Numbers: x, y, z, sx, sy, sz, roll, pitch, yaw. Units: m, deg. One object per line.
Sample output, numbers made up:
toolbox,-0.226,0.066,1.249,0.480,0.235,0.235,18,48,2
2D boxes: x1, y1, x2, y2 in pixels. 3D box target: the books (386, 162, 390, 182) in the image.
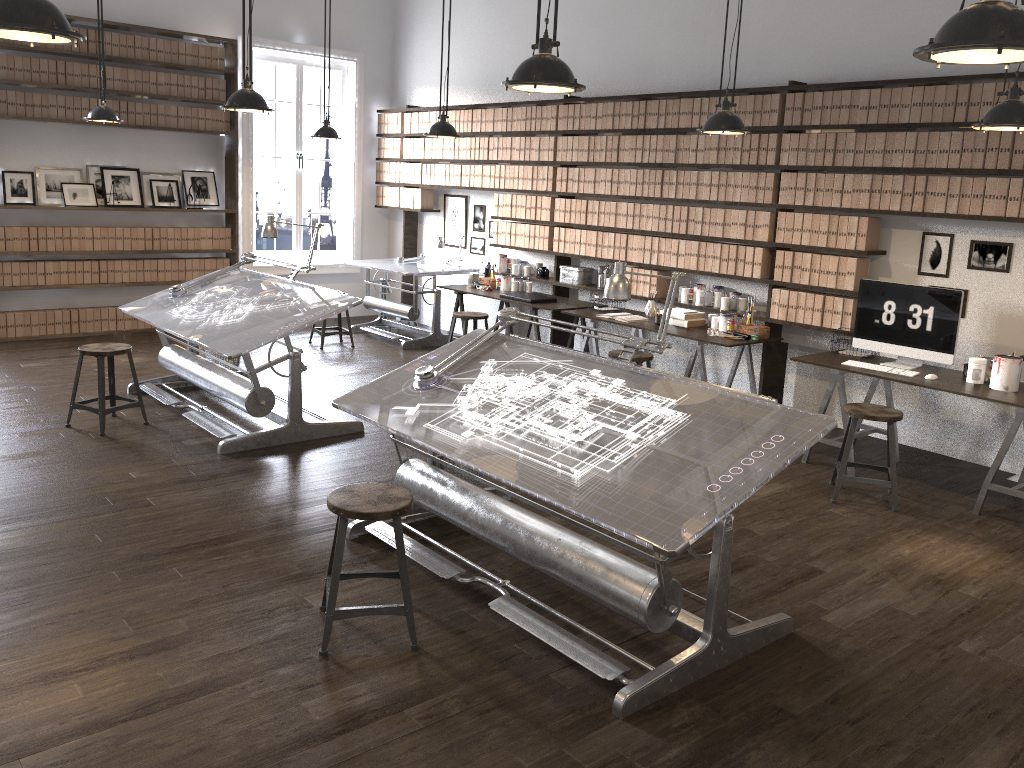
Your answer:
books,-1.378,-2.459,10.301,0.175,0.223,0.067,-7,14,-40

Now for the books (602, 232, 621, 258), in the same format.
books,0.875,-1.212,7.736,0.175,0.223,0.067,-7,14,-40

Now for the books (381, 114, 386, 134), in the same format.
books,-1.435,-3.021,10.301,0.175,0.223,0.067,-7,14,-40

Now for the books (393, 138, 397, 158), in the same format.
books,-1.266,-2.696,10.145,0.175,0.223,0.067,-7,14,-40

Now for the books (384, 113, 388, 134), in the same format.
books,-1.386,-3.007,10.249,0.175,0.223,0.067,-7,14,-40

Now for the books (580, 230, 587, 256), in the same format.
books,0.701,-1.265,7.935,0.175,0.223,0.067,-7,14,-40

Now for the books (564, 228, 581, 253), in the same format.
books,0.568,-1.308,8.097,0.175,0.223,0.067,-7,14,-40

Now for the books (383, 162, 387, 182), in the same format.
books,-1.420,-2.474,10.357,0.175,0.223,0.067,-6,14,-40

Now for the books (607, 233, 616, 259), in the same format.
books,0.918,-1.197,7.680,0.175,0.223,0.067,-6,14,-40

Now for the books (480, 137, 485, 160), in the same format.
books,-0.236,-2.368,8.943,0.175,0.223,0.067,-6,14,-40

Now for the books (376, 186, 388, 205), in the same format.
books,-1.518,-2.230,10.505,0.175,0.223,0.067,-6,14,-40

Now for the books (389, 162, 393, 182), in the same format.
books,-1.329,-2.445,10.251,0.175,0.223,0.067,-7,14,-40

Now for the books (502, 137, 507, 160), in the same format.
books,-0.005,-2.295,8.671,0.175,0.223,0.067,-7,14,-40

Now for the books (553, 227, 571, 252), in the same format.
books,0.471,-1.336,8.199,0.175,0.223,0.067,-6,14,-40

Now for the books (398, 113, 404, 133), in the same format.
books,-1.205,-2.950,10.037,0.175,0.223,0.067,-6,14,-40

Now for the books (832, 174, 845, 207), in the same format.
books,2.267,-1.316,6.038,0.175,0.224,0.067,-7,14,-40

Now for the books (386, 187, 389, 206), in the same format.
books,-1.383,-2.187,10.342,0.175,0.223,0.067,-7,14,-40

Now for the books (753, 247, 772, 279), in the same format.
books,1.873,-0.898,6.564,0.175,0.223,0.067,-7,14,-40

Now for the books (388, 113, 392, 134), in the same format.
books,-1.338,-2.994,10.199,0.175,0.223,0.067,-6,14,-40

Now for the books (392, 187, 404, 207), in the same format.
books,-1.299,-2.159,10.238,0.175,0.223,0.067,-7,14,-40

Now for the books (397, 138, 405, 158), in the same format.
books,-1.220,-2.682,10.092,0.175,0.223,0.067,-7,14,-40

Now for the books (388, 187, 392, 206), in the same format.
books,-1.345,-2.173,10.292,0.175,0.224,0.067,-6,14,-40

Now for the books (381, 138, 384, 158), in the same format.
books,-1.442,-2.750,10.344,0.175,0.224,0.067,-6,14,-40

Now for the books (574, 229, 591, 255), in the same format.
books,0.653,-1.280,7.988,0.175,0.224,0.067,-6,14,-40

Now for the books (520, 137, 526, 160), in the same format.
books,0.165,-2.241,8.466,0.175,0.224,0.067,-6,14,-40

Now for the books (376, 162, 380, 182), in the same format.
books,-1.513,-2.501,10.457,0.175,0.224,0.067,-7,14,-40

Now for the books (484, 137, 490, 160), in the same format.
books,-0.193,-2.353,8.884,0.175,0.224,0.067,-7,14,-40

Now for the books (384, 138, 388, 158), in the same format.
books,-1.394,-2.735,10.291,0.175,0.223,0.067,-7,14,-40

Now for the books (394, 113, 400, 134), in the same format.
books,-1.252,-2.965,10.090,0.175,0.224,0.067,-7,14,-40

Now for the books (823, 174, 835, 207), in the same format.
books,2.225,-1.330,6.093,0.175,0.223,0.067,-6,14,-40

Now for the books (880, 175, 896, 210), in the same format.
books,2.489,-1.248,5.786,0.175,0.223,0.067,-6,14,-40

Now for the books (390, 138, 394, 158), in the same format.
books,-1.313,-2.709,10.192,0.175,0.224,0.067,-6,14,-40

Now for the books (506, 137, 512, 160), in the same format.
books,0.034,-2.281,8.617,0.175,0.224,0.067,-6,14,-40

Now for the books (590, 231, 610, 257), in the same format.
books,0.782,-1.239,7.836,0.175,0.224,0.067,-6,14,-40

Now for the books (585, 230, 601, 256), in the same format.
books,0.743,-1.253,7.889,0.175,0.223,0.067,-7,14,-40

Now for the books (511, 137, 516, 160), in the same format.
books,0.081,-2.268,8.569,0.175,0.223,0.067,-7,14,-40

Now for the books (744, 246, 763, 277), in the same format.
books,1.822,-0.914,6.622,0.175,0.224,0.067,-6,14,-40

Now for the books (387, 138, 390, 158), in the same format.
books,-1.353,-2.723,10.245,0.175,0.223,0.067,-7,14,-40

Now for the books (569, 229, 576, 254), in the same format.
books,0.611,-1.294,8.043,0.175,0.223,0.067,-7,14,-40

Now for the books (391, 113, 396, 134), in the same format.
books,-1.295,-2.979,10.146,0.175,0.223,0.067,-6,14,-40

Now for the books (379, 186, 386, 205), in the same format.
books,-1.474,-2.214,10.445,0.175,0.224,0.067,-7,14,-40

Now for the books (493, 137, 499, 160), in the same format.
books,-0.099,-2.323,8.775,0.175,0.223,0.067,-6,14,-40

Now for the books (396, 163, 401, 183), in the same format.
books,-1.233,-2.415,10.139,0.175,0.223,0.067,-7,14,-40

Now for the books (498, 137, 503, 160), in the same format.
books,-0.050,-2.310,8.724,0.175,0.223,0.067,-7,14,-40

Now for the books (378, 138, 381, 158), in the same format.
books,-1.484,-2.764,10.399,0.175,0.223,0.067,-7,14,-40

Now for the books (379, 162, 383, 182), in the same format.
books,-1.466,-2.488,10.410,0.175,0.223,0.067,-6,14,-40

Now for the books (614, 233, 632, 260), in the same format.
books,0.967,-1.183,7.630,0.175,0.223,0.067,-6,14,-40

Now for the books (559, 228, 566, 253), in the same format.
books,0.520,-1.322,8.147,0.175,0.223,0.067,-6,14,-40

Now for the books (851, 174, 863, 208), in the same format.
books,2.356,-1.289,5.939,0.175,0.223,0.067,-6,14,-40

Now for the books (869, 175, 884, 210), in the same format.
books,2.443,-1.262,5.839,0.175,0.223,0.067,-6,14,-40

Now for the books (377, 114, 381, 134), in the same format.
books,-1.481,-3.036,10.355,0.175,0.224,0.067,-6,14,-40

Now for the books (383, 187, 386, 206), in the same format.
books,-1.423,-2.200,10.393,0.175,0.223,0.067,-6,14,-40

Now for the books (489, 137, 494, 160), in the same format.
books,-0.141,-2.338,8.831,0.175,0.223,0.067,-6,14,-40

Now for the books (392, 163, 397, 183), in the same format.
books,-1.285,-2.430,10.191,0.175,0.224,0.067,-6,14,-40

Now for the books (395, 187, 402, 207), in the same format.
books,-1.250,-2.145,10.186,0.175,0.223,0.067,-7,14,-40

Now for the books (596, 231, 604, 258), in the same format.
books,0.830,-1.226,7.789,0.175,0.223,0.067,-7,14,-40
